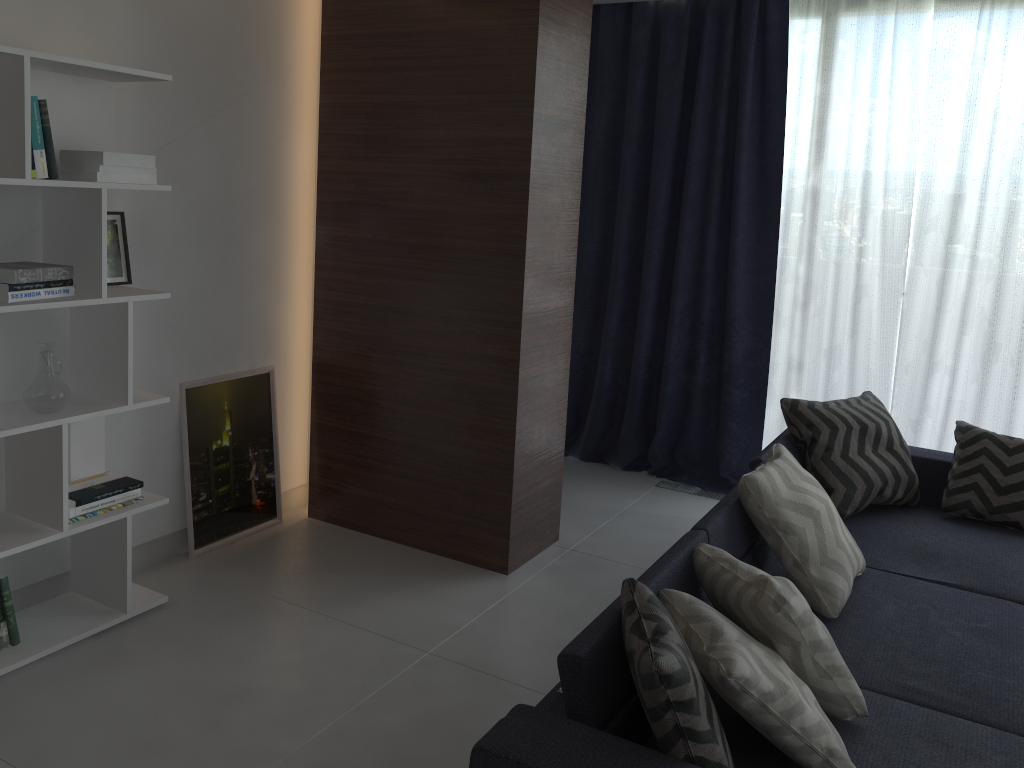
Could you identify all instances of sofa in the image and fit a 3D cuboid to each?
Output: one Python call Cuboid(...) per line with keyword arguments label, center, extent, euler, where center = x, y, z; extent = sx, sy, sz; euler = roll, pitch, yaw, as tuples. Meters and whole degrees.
Cuboid(label="sofa", center=(1.439, 0.758, 2.416), extent=(1.909, 0.600, 2.898), euler=(9, 13, 28))

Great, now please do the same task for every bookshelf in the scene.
Cuboid(label="bookshelf", center=(-1.573, -0.050, 2.571), extent=(0.301, 1.798, 1.159), euler=(7, 9, 28))

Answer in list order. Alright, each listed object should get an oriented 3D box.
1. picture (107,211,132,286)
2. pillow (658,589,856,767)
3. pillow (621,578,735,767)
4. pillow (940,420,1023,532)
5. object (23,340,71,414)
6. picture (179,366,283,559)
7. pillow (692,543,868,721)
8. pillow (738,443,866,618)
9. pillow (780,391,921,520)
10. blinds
Cuboid(label="picture", center=(-1.408, -0.467, 3.050), extent=(0.059, 0.253, 0.183), euler=(7, 10, 28))
Cuboid(label="pillow", center=(0.527, 0.651, 1.921), extent=(0.330, 0.291, 0.422), euler=(2, 10, -9))
Cuboid(label="pillow", center=(0.332, 0.636, 1.770), extent=(0.221, 0.381, 0.421), euler=(3, 10, -1))
Cuboid(label="pillow", center=(1.937, 0.369, 3.476), extent=(0.417, 0.340, 0.288), euler=(10, 11, 33))
Cuboid(label="object", center=(-1.442, -0.022, 2.737), extent=(0.133, 0.217, 0.133), euler=(9, 10, 34))
Cuboid(label="picture", center=(-1.155, 0.305, 3.674), extent=(0.084, 0.690, 0.504), euler=(7, 10, 28))
Cuboid(label="pillow", center=(0.643, 0.595, 2.179), extent=(0.280, 0.347, 0.424), euler=(0, 10, -18))
Cuboid(label="pillow", center=(0.926, 0.449, 2.797), extent=(0.344, 0.383, 0.499), euler=(8, 11, 28))
Cuboid(label="pillow", center=(1.382, 0.322, 3.606), extent=(0.598, 0.512, 0.359), euler=(-3, 10, -30))
Cuboid(label="blinds", center=(1.604, -0.096, 1.339), extent=(7.179, 2.739, 5.844), euler=(10, 13, 32))
